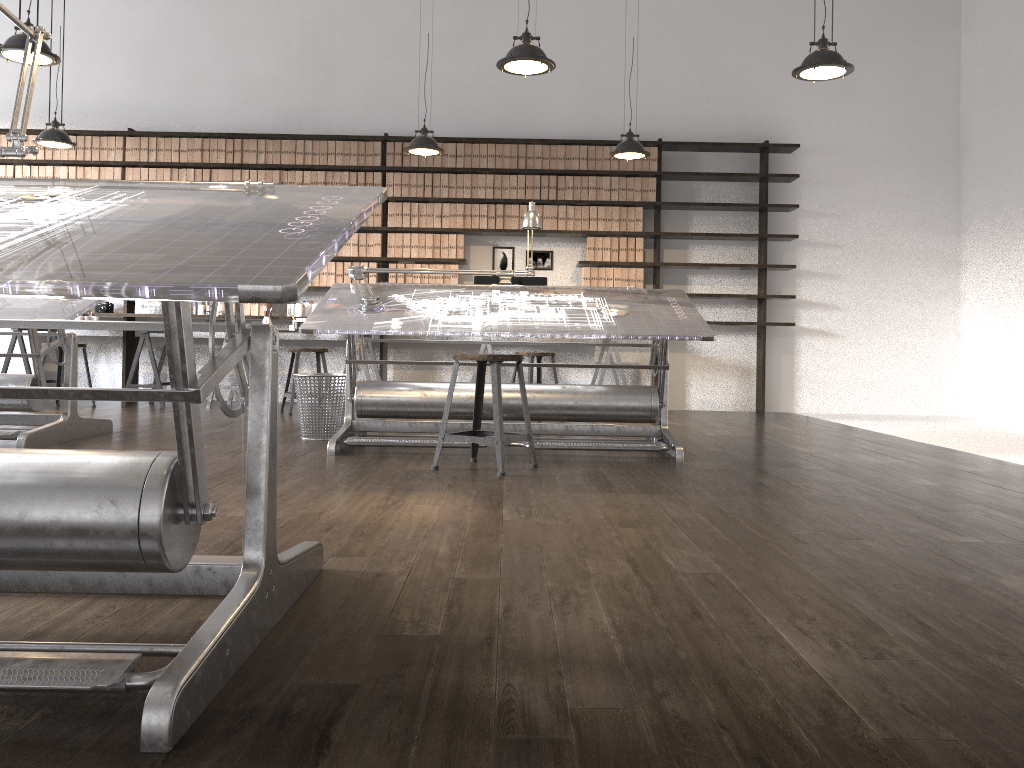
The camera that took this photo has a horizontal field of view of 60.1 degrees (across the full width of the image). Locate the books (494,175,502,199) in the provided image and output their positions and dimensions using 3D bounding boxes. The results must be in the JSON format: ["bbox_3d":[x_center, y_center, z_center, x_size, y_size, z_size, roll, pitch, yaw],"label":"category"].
[{"bbox_3d":[-0.128,-1.779,8.072,0.067,0.226,0.174,1,0,0],"label":"books"}]

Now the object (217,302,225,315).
[{"bbox_3d":[-2.655,-0.681,8.042,0.095,0.128,0.094,1,0,7],"label":"object"}]

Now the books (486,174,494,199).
[{"bbox_3d":[-0.198,-1.780,8.068,0.067,0.226,0.174,1,0,0],"label":"books"}]

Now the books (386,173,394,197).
[{"bbox_3d":[-1.103,-1.797,8.067,0.067,0.226,0.174,1,0,0],"label":"books"}]

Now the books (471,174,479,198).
[{"bbox_3d":[-0.333,-1.783,8.071,0.067,0.225,0.174,1,0,0],"label":"books"}]

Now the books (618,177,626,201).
[{"bbox_3d":[0.998,-1.758,8.076,0.067,0.226,0.174,1,0,0],"label":"books"}]

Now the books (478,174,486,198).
[{"bbox_3d":[-0.270,-1.782,8.070,0.067,0.225,0.174,1,0,0],"label":"books"}]

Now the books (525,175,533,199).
[{"bbox_3d":[0.157,-1.774,8.068,0.067,0.226,0.174,1,0,0],"label":"books"}]

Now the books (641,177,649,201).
[{"bbox_3d":[1.204,-1.755,8.076,0.067,0.225,0.174,1,0,0],"label":"books"}]

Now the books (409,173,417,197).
[{"bbox_3d":[-0.895,-1.793,8.069,0.067,0.225,0.174,1,0,0],"label":"books"}]

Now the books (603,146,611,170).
[{"bbox_3d":[0.857,-2.038,8.077,0.067,0.226,0.174,1,0,0],"label":"books"}]

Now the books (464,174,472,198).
[{"bbox_3d":[-0.400,-1.784,8.067,0.067,0.226,0.174,1,0,0],"label":"books"}]

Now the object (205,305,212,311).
[{"bbox_3d":[-2.770,-0.672,8.097,0.062,0.093,0.063,1,0,-38],"label":"object"}]

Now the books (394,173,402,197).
[{"bbox_3d":[-1.030,-1.796,8.064,0.067,0.226,0.174,1,0,0],"label":"books"}]

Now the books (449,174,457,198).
[{"bbox_3d":[-0.538,-1.787,8.072,0.067,0.226,0.174,1,0,0],"label":"books"}]

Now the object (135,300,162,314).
[{"bbox_3d":[-3.264,-0.710,8.070,0.317,0.152,0.193,1,1,-1],"label":"object"}]

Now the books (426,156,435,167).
[{"bbox_3d":[-0.737,-2.068,8.075,0.067,0.226,0.174,1,0,0],"label":"books"}]

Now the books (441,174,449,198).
[{"bbox_3d":[-0.609,-1.788,8.068,0.067,0.226,0.174,1,0,0],"label":"books"}]

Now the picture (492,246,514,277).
[{"bbox_3d":[-0.081,-1.134,8.231,0.201,0.285,0.022,1,-1,-1],"label":"picture"}]

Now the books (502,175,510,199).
[{"bbox_3d":[-0.058,-1.778,8.075,0.067,0.226,0.174,1,0,0],"label":"books"}]

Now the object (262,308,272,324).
[{"bbox_3d":[-2.183,-0.576,7.890,0.101,0.209,0.101,1,0,45],"label":"object"}]

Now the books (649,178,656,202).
[{"bbox_3d":[1.267,-1.753,8.075,0.067,0.225,0.174,1,0,0],"label":"books"}]

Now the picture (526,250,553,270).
[{"bbox_3d":[0.254,-1.149,8.231,0.251,0.183,0.023,1,-1,0],"label":"picture"}]

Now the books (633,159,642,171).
[{"bbox_3d":[1.140,-2.033,8.080,0.067,0.226,0.174,1,0,0],"label":"books"}]

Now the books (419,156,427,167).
[{"bbox_3d":[-0.808,-2.069,8.075,0.067,0.226,0.174,1,0,0],"label":"books"}]

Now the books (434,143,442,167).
[{"bbox_3d":[-0.670,-2.066,8.069,0.067,0.226,0.174,1,0,0],"label":"books"}]

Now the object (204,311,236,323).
[{"bbox_3d":[-2.554,-0.554,7.764,0.203,0.161,0.284,1,2,0],"label":"object"}]

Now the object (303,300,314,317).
[{"bbox_3d":[-1.858,-0.682,8.082,0.095,0.162,0.094,1,0,-4],"label":"object"}]

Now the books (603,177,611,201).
[{"bbox_3d":[0.855,-1.761,8.073,0.067,0.225,0.174,1,0,0],"label":"books"}]

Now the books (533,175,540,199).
[{"bbox_3d":[0.220,-1.773,8.072,0.067,0.225,0.174,1,0,0],"label":"books"}]

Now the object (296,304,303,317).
[{"bbox_3d":[-1.920,-0.663,7.988,0.062,0.119,0.062,1,0,-40],"label":"object"}]

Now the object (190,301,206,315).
[{"bbox_3d":[-2.887,-0.763,8.082,0.181,0.272,0.156,1,0,-16],"label":"object"}]

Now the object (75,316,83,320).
[{"bbox_3d":[-3.816,-0.550,7.800,0.062,0.094,0.062,1,0,40],"label":"object"}]

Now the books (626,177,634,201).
[{"bbox_3d":[1.067,-1.757,8.078,0.067,0.226,0.174,1,0,0],"label":"books"}]

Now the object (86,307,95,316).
[{"bbox_3d":[-3.812,-0.692,8.060,0.107,0.161,0.236,1,1,-35],"label":"object"}]

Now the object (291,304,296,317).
[{"bbox_3d":[-1.975,-0.666,8.032,0.062,0.118,0.063,1,0,41],"label":"object"}]

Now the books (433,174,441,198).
[{"bbox_3d":[-0.680,-1.789,8.072,0.067,0.226,0.174,1,0,0],"label":"books"}]

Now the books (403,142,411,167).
[{"bbox_3d":[-0.950,-2.072,8.075,0.067,0.226,0.174,1,0,0],"label":"books"}]

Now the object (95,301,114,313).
[{"bbox_3d":[-3.703,-0.695,8.030,0.171,0.109,0.091,1,1,0],"label":"object"}]

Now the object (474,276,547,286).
[{"bbox_3d":[-0.015,-0.685,7.805,0.643,0.518,0.204,1,0,0],"label":"object"}]

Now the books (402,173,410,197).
[{"bbox_3d":[-0.958,-1.794,8.064,0.067,0.226,0.174,1,0,0],"label":"books"}]

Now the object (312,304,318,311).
[{"bbox_3d":[-1.775,-0.661,7.992,0.062,0.119,0.062,1,0,-32],"label":"object"}]

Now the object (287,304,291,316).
[{"bbox_3d":[-2.022,-0.669,8.080,0.062,0.119,0.062,1,0,41],"label":"object"}]

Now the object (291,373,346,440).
[{"bbox_3d":[-1.113,0.130,5.177,0.353,0.378,0.353,1,1,21],"label":"object"}]

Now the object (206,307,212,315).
[{"bbox_3d":[-2.727,-0.667,8.081,0.062,0.093,0.181,1,2,14],"label":"object"}]

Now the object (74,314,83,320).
[{"bbox_3d":[-3.878,-0.568,7.893,0.095,0.128,0.094,1,0,4],"label":"object"}]

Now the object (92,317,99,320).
[{"bbox_3d":[-3.714,-0.552,7.892,0.062,0.094,0.062,1,0,-41],"label":"object"}]

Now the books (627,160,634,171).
[{"bbox_3d":[1.065,-2.035,8.078,0.067,0.225,0.174,1,0,0],"label":"books"}]

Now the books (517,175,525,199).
[{"bbox_3d":[0.085,-1.775,8.068,0.067,0.226,0.174,1,0,0],"label":"books"}]

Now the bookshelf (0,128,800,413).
[{"bbox_3d":[-2.018,-0.698,8.137,9.175,3.210,0.373,1,-1,0],"label":"bookshelf"}]

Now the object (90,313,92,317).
[{"bbox_3d":[-3.773,-0.574,7.919,0.029,0.133,0.004,1,-1,-5],"label":"object"}]

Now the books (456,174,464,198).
[{"bbox_3d":[-0.467,-1.785,8.072,0.067,0.226,0.174,1,0,0],"label":"books"}]

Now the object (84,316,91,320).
[{"bbox_3d":[-3.761,-0.550,7.844,0.062,0.093,0.063,1,0,-41],"label":"object"}]

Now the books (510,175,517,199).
[{"bbox_3d":[0.012,-1.777,8.071,0.067,0.226,0.174,1,0,0],"label":"books"}]

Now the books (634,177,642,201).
[{"bbox_3d":[1.137,-1.756,8.071,0.067,0.226,0.174,1,0,0],"label":"books"}]

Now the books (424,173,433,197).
[{"bbox_3d":[-0.755,-1.791,8.066,0.067,0.226,0.174,1,0,0],"label":"books"}]

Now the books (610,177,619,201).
[{"bbox_3d":[0.927,-1.760,8.072,0.067,0.226,0.174,1,0,0],"label":"books"}]

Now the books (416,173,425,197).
[{"bbox_3d":[-0.829,-1.792,8.072,0.067,0.225,0.174,1,0,0],"label":"books"}]

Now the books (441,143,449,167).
[{"bbox_3d":[-0.603,-2.065,8.074,0.067,0.225,0.174,1,0,0],"label":"books"}]

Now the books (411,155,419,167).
[{"bbox_3d":[-0.879,-2.070,8.070,0.067,0.226,0.174,1,0,0],"label":"books"}]
